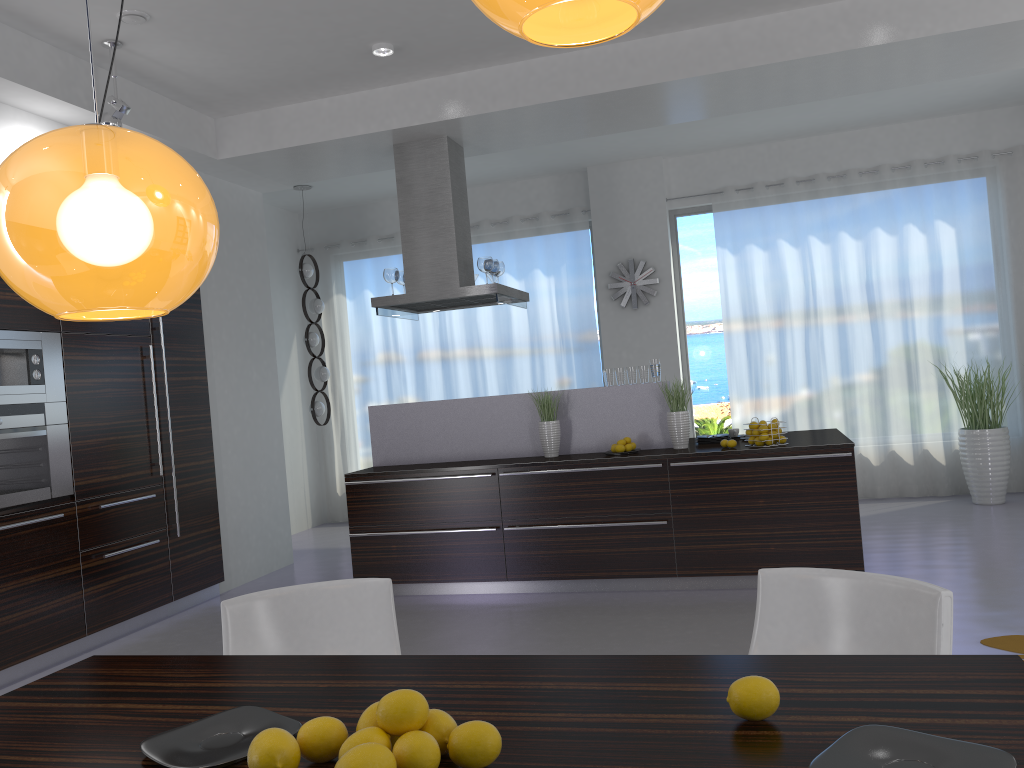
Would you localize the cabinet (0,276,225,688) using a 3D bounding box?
[{"bbox_3d":[-2.984,0.374,4.918,0.669,2.500,3.600,-5,0,16],"label":"cabinet"}]

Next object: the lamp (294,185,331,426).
[{"bbox_3d":[-1.978,-0.768,8.783,0.180,2.370,0.367,-5,0,9],"label":"lamp"}]

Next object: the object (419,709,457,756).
[{"bbox_3d":[-0.120,0.552,1.405,0.070,0.068,0.083,-5,0,-16],"label":"object"}]

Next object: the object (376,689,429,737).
[{"bbox_3d":[-0.171,0.511,1.378,0.083,0.068,0.070,-5,0,19],"label":"object"}]

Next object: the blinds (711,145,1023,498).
[{"bbox_3d":[3.441,-0.479,8.324,2.830,3.112,0.120,-5,0,16],"label":"blinds"}]

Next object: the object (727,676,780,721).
[{"bbox_3d":[0.390,0.509,1.435,0.083,0.068,0.070,-5,0,19],"label":"object"}]

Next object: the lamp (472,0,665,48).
[{"bbox_3d":[0.026,-1.328,1.259,0.358,1.645,0.359,-5,0,26],"label":"lamp"}]

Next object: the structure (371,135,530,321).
[{"bbox_3d":[-0.497,-1.172,6.892,0.981,1.231,0.915,-5,0,16],"label":"structure"}]

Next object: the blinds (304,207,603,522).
[{"bbox_3d":[-0.652,-0.125,9.476,3.245,3.112,0.120,-5,0,16],"label":"blinds"}]

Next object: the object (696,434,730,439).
[{"bbox_3d":[1.234,0.313,6.220,0.646,0.147,0.269,-5,0,41],"label":"object"}]

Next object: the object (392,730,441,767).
[{"bbox_3d":[-0.143,0.554,1.323,0.070,0.068,0.083,-5,0,-16],"label":"object"}]

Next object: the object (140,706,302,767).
[{"bbox_3d":[-0.498,0.611,1.523,0.232,0.020,0.232,-5,0,44],"label":"object"}]

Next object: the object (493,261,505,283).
[{"bbox_3d":[-0.110,-0.829,6.843,0.125,0.221,0.125,-5,0,40],"label":"object"}]

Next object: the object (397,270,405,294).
[{"bbox_3d":[-0.839,-0.767,6.871,0.125,0.221,0.125,-5,0,40],"label":"object"}]

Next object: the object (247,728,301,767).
[{"bbox_3d":[-0.364,0.569,1.356,0.079,0.077,0.094,-5,0,-11],"label":"object"}]

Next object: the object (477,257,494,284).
[{"bbox_3d":[-0.191,-0.823,6.549,0.125,0.221,0.125,-5,0,40],"label":"object"}]

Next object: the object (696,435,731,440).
[{"bbox_3d":[1.383,0.374,6.098,0.232,0.020,0.232,-5,0,19],"label":"object"}]

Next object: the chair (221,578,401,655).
[{"bbox_3d":[-0.528,1.006,2.463,0.508,0.805,0.620,-5,0,-14],"label":"chair"}]

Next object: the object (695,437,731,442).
[{"bbox_3d":[1.384,0.384,6.098,0.232,0.020,0.232,-5,0,24],"label":"object"}]

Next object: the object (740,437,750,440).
[{"bbox_3d":[1.640,0.348,6.037,0.153,0.069,0.153,-5,0,-11],"label":"object"}]

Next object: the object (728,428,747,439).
[{"bbox_3d":[1.577,0.354,6.302,0.153,0.069,0.153,-5,0,-41],"label":"object"}]

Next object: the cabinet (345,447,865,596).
[{"bbox_3d":[0.634,0.896,6.249,3.285,0.852,1.377,-5,0,16],"label":"cabinet"}]

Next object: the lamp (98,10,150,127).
[{"bbox_3d":[-2.151,-1.699,4.911,0.171,0.511,0.605,-5,0,-42],"label":"lamp"}]

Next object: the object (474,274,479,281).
[{"bbox_3d":[-0.326,-0.786,7.134,0.137,0.174,0.137,-5,0,-19],"label":"object"}]

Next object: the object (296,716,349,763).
[{"bbox_3d":[-0.304,0.568,1.416,0.083,0.068,0.070,-5,0,19],"label":"object"}]

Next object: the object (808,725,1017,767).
[{"bbox_3d":[0.539,0.521,1.198,0.232,0.020,0.232,-5,0,44],"label":"object"}]

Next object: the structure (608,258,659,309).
[{"bbox_3d":[1.206,-0.997,8.820,0.505,0.505,0.076,-5,0,16],"label":"structure"}]

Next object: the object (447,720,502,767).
[{"bbox_3d":[-0.057,0.547,1.343,0.083,0.068,0.070,-5,0,19],"label":"object"}]

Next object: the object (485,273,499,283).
[{"bbox_3d":[-0.144,-0.802,7.083,0.137,0.174,0.137,-5,0,-19],"label":"object"}]

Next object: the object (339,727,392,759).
[{"bbox_3d":[-0.222,0.559,1.345,0.081,0.071,0.069,-5,0,-7],"label":"object"}]

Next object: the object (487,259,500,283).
[{"bbox_3d":[-0.150,-0.826,6.701,0.125,0.221,0.125,-5,0,40],"label":"object"}]

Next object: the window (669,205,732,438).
[{"bbox_3d":[3.146,-0.640,8.636,3.000,2.500,0.100,-5,0,16],"label":"window"}]

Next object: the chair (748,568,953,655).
[{"bbox_3d":[0.716,0.899,2.102,0.620,0.805,0.508,-5,0,-39],"label":"chair"}]

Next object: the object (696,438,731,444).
[{"bbox_3d":[1.385,0.394,6.098,0.232,0.020,0.232,-5,0,24],"label":"object"}]

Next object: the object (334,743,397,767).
[{"bbox_3d":[-0.209,0.555,1.264,0.094,0.077,0.079,-5,0,-31],"label":"object"}]

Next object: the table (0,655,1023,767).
[{"bbox_3d":[-0.167,0.983,1.364,2.046,0.783,1.127,-5,0,16],"label":"table"}]

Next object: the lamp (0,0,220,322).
[{"bbox_3d":[-0.746,-1.096,1.477,0.359,1.974,0.358,-5,0,21],"label":"lamp"}]

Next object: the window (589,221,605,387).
[{"bbox_3d":[-0.451,-0.329,9.648,3.000,2.500,0.100,-5,0,16],"label":"window"}]

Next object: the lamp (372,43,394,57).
[{"bbox_3d":[-0.793,-2.053,5.446,0.132,0.035,0.132,-5,0,-12],"label":"lamp"}]

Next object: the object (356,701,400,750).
[{"bbox_3d":[-0.209,0.554,1.427,0.076,0.080,0.094,-5,0,17],"label":"object"}]
